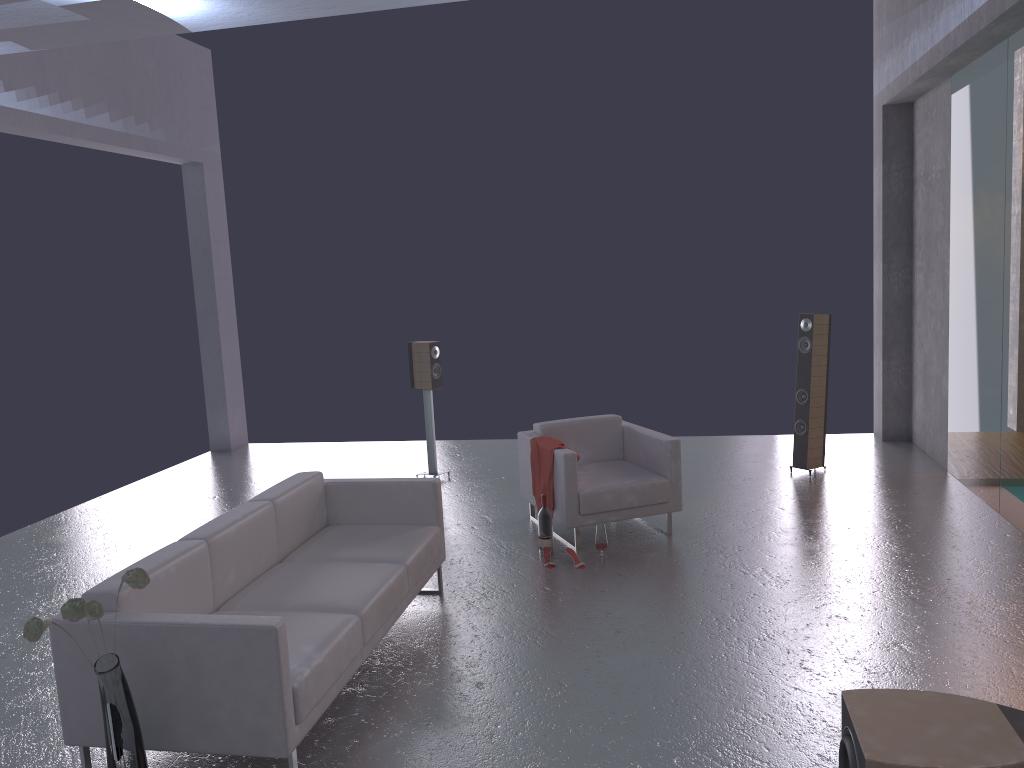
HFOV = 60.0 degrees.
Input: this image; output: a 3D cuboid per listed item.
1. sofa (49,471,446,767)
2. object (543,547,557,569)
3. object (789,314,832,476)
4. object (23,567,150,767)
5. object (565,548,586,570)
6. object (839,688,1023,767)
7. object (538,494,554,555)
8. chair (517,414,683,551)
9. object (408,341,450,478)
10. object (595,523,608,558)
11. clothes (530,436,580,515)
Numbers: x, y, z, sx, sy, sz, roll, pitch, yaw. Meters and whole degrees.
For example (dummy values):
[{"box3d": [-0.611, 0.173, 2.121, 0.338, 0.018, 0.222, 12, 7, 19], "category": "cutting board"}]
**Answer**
[{"box3d": [-1.141, 1.099, 4.677, 1.026, 0.824, 2.353, -2, 8, 11], "category": "sofa"}, {"box3d": [0.250, 1.200, 6.121, 0.079, 0.087, 0.235, -5, 8, -11], "category": "object"}, {"box3d": [2.796, 0.079, 8.206, 0.444, 1.473, 0.244, -8, 9, -33], "category": "object"}, {"box3d": [-1.540, 1.193, 3.258, 0.400, 1.051, 0.387, -10, 10, -40], "category": "object"}, {"box3d": [0.440, 1.196, 6.075, 0.079, 0.087, 0.235, -6, 8, -21], "category": "object"}, {"box3d": [1.440, 1.365, 2.981, 0.604, 0.459, 0.514, -2, 8, 11], "category": "object"}, {"box3d": [0.238, 0.999, 6.314, 0.109, 0.435, 0.109, 3, 10, 38], "category": "object"}, {"box3d": [0.665, 0.713, 6.893, 0.936, 0.808, 1.026, -6, 8, -18], "category": "chair"}, {"box3d": [-0.833, 0.259, 8.774, 0.333, 1.363, 0.243, 4, 10, 42], "category": "object"}, {"box3d": [0.626, 1.094, 6.214, 0.091, 0.233, 0.091, 3, 10, 39], "category": "object"}, {"box3d": [0.328, 0.721, 6.705, 0.254, 0.604, 0.574, -6, 8, -19], "category": "clothes"}]
